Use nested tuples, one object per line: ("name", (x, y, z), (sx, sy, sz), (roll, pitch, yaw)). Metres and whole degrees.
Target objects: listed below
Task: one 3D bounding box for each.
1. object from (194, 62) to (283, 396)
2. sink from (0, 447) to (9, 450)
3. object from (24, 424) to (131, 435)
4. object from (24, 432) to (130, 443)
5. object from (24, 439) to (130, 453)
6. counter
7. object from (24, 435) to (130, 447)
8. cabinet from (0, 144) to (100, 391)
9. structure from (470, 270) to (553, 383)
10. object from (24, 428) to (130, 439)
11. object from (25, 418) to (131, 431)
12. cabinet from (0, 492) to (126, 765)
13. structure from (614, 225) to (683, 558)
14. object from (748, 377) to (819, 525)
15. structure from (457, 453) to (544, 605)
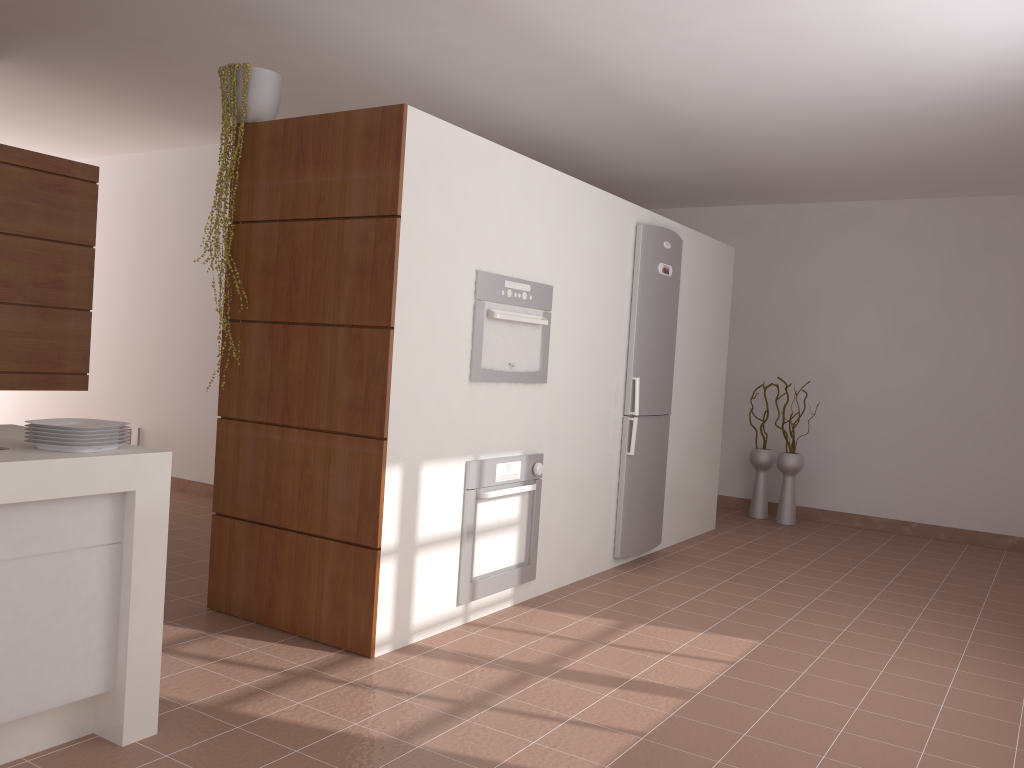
("object", (-1.134, -0.623, 3.661), (0.297, 1.344, 0.279), (3, 2, -9))
("sink", (-1.645, 0.148, 2.137), (0.404, 0.368, 0.668), (5, 2, 32))
("object", (-1.173, 0.124, 2.403), (0.228, 0.020, 0.228), (4, 2, 14))
("object", (-1.175, 0.145, 2.403), (0.228, 0.020, 0.228), (4, 2, 14))
("object", (-1.176, 0.165, 2.404), (0.228, 0.020, 0.228), (4, 2, 14))
("counter", (-1.893, 0.548, 1.791), (0.821, 0.800, 2.156), (5, 2, 32))
("object", (-1.175, 0.155, 2.403), (0.228, 0.020, 0.228), (4, 2, 14))
("cabinet", (-3.814, -0.611, 2.956), (0.754, 1.200, 4.718), (5, 2, 32))
("structure", (0.028, -0.231, 3.853), (0.056, 0.454, 0.614), (5, 2, 32))
("object", (-1.174, 0.135, 2.403), (0.228, 0.020, 0.228), (4, 2, 14))
("object", (-1.173, 0.114, 2.402), (0.228, 0.020, 0.228), (4, 2, 14))
("cabinet", (-1.923, 0.598, 1.743), (0.737, 0.700, 2.048), (5, 2, 32))
("structure", (0.810, 0.040, 5.109), (0.089, 1.862, 0.604), (5, 2, 32))
("object", (2.084, 0.506, 6.741), (0.284, 1.112, 0.655), (2, 2, -39))
("structure", (-0.029, 0.615, 3.882), (0.058, 0.592, 0.596), (5, 2, 32))
